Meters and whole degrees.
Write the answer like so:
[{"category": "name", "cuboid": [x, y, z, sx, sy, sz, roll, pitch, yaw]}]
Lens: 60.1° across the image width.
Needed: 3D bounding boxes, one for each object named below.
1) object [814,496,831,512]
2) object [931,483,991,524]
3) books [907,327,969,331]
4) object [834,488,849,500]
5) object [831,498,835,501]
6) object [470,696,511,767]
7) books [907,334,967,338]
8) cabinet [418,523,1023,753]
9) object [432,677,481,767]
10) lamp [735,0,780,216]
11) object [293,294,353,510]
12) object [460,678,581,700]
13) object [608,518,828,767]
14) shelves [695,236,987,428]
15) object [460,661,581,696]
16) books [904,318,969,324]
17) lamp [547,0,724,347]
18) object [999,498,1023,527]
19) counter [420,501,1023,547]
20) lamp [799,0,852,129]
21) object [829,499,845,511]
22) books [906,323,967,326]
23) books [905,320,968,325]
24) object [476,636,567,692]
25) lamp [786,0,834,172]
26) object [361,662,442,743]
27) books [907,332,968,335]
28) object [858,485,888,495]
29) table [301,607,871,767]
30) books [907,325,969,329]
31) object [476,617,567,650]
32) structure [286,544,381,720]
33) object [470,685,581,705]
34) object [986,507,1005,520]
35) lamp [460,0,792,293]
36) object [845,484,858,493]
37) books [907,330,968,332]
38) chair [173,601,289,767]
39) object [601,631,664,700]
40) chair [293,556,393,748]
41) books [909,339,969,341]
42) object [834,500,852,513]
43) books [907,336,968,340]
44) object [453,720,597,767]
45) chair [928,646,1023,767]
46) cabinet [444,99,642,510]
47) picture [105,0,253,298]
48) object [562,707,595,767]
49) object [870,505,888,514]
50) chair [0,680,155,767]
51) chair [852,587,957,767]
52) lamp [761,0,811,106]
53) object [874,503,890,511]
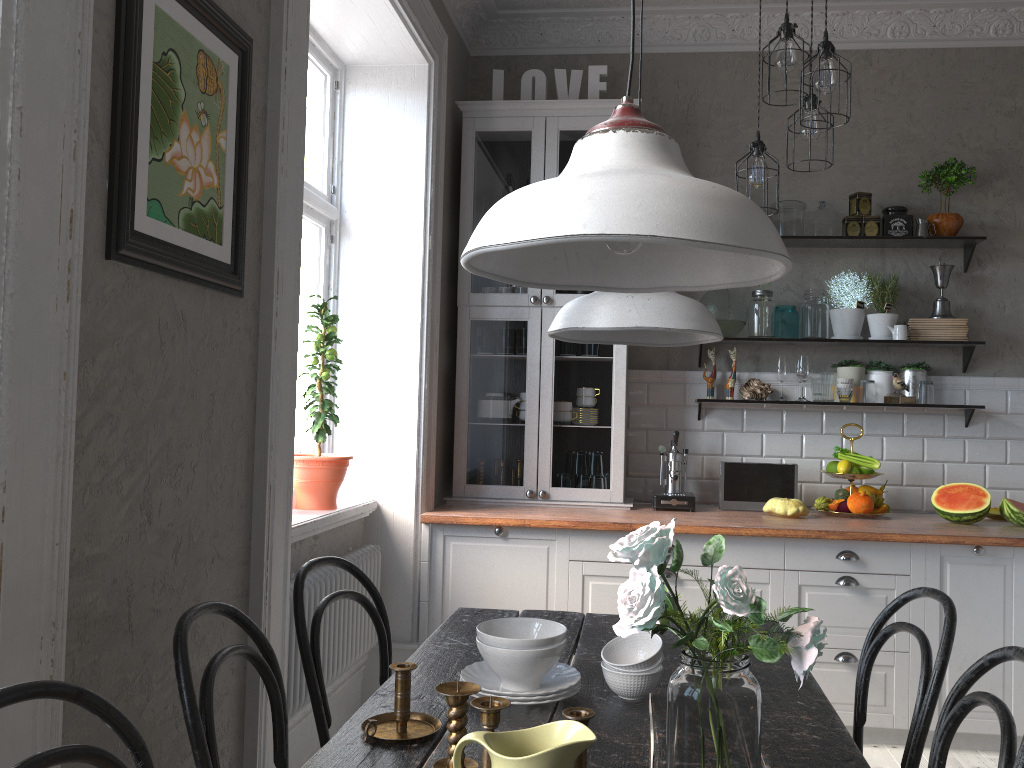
[{"category": "object", "cuboid": [1.446, 0.552, 4.092, 0.075, 0.072, 0.155, 0, -2, 37]}, {"category": "object", "cuboid": [1.949, 0.521, 3.846, 0.231, 0.174, 0.221, 0, -2, 29]}, {"category": "books", "cuboid": [2.028, -0.258, 4.241, 0.259, 0.011, 0.159, 1, -2, 10]}, {"category": "object", "cuboid": [1.554, 0.522, 4.135, 0.077, 0.076, 0.157, 0, -2, 34]}, {"category": "object", "cuboid": [1.559, 0.568, 4.145, 0.062, 0.048, 0.236, 2, -2, -20]}, {"category": "object", "cuboid": [-0.031, 0.511, 1.209, 0.061, 0.172, 0.063, 0, -2, 29]}, {"category": "books", "cuboid": [2.027, -0.225, 4.240, 0.257, 0.016, 0.160, 1, -2, 19]}, {"category": "cabinet", "cuboid": [1.523, 0.988, 2.780, 2.029, 0.854, 4.109, 3, -2, -36]}, {"category": "object", "cuboid": [-0.080, 0.512, 1.287, 0.097, 0.172, 0.095, 2, -2, -11]}, {"category": "lamp", "cuboid": [0.868, -1.457, 3.086, 0.149, 1.735, 0.144, 2, -2, -26]}, {"category": "object", "cuboid": [-0.728, 0.064, 3.364, 0.255, 0.813, 0.265, 0, -2, 35]}, {"category": "object", "cuboid": [0.017, 0.593, 1.746, 0.241, 0.027, 0.233, 2, -2, -25]}, {"category": "object", "cuboid": [0.289, 0.399, 1.264, 0.310, 0.414, 0.252, 1, -2, 6]}, {"category": "shelves", "cuboid": [1.561, -0.235, 4.285, 1.310, 0.923, 0.230, 1, -2, 6]}, {"category": "object", "cuboid": [0.017, 0.584, 1.746, 0.233, 0.027, 0.242, 0, -2, 30]}, {"category": "books", "cuboid": [2.029, -0.300, 4.243, 0.259, 0.011, 0.159, 1, -2, 13]}, {"category": "lamp", "cuboid": [0.290, -1.023, 1.951, 0.375, 1.858, 0.383, 1, -2, 15]}, {"category": "object", "cuboid": [2.196, 0.548, 3.767, 0.226, 0.127, 0.147, 2, -2, -10]}, {"category": "counter", "cuboid": [1.065, 0.562, 2.697, 3.146, 0.039, 3.407, 1, -2, 8]}, {"category": "lamp", "cuboid": [0.987, -1.674, 2.759, 0.150, 1.735, 0.144, 3, -2, -36]}, {"category": "object", "cuboid": [1.480, 0.555, 4.051, 0.083, 0.057, 0.090, 0, -2, 39]}, {"category": "books", "cuboid": [2.029, -0.279, 4.242, 0.257, 0.016, 0.160, 1, -2, 19]}, {"category": "books", "cuboid": [2.029, -0.290, 4.242, 0.258, 0.016, 0.159, 1, -2, 16]}, {"category": "object", "cuboid": [0.018, 0.548, 1.747, 0.180, 0.094, 0.179, 2, -2, -2]}, {"category": "lamp", "cuboid": [1.045, -1.612, 3.068, 0.147, 1.735, 0.146, 2, -2, -6]}, {"category": "object", "cuboid": [-0.190, 0.547, 1.540, 0.140, 0.112, 0.138, 2, -2, -10]}, {"category": "books", "cuboid": [2.028, -0.236, 4.241, 0.258, 0.016, 0.159, 1, -2, 16]}, {"category": "object", "cuboid": [1.656, 0.494, 4.075, 0.127, 0.056, 0.059, 2, -2, -1]}, {"category": "table", "cuboid": [0.140, 0.978, 1.540, 0.900, 0.735, 1.929, 1, -2, 8]}, {"category": "books", "cuboid": [2.028, -0.268, 4.242, 0.259, 0.011, 0.159, 1, -2, 13]}, {"category": "object", "cuboid": [0.018, 0.528, 1.748, 0.180, 0.094, 0.179, 2, -2, -2]}, {"category": "structure", "cuboid": [-0.679, 0.852, 3.080, 0.148, 0.428, 1.228, 1, -2, 7]}, {"category": "object", "cuboid": [0.017, 0.602, 1.746, 0.233, 0.027, 0.241, 1, -2, 25]}, {"category": "object", "cuboid": [2.216, 0.587, 4.038, 0.197, 0.067, 0.104, 1, -2, 13]}, {"category": "lamp", "cuboid": [0.155, -1.055, 1.062, 0.371, 1.858, 0.387, 0, -3, 45]}, {"category": "object", "cuboid": [1.584, 0.512, 4.124, 0.085, 0.093, 0.087, 1, -2, 3]}, {"category": "books", "cuboid": [2.028, -0.246, 4.241, 0.259, 0.011, 0.159, 1, -2, 13]}, {"category": "chair", "cuboid": [-0.332, 0.875, 1.618, 0.547, 0.920, 0.439, 1, -2, 5]}, {"category": "object", "cuboid": [0.239, 0.562, 1.766, 0.123, 0.119, 0.129, 1, -2, 23]}, {"category": "chair", "cuboid": [-0.241, 0.893, 2.099, 0.542, 0.920, 0.444, 1, -2, 20]}, {"category": "books", "cuboid": [2.027, -0.203, 4.240, 0.259, 0.011, 0.159, 1, -2, 10]}, {"category": "object", "cuboid": [1.497, 0.565, 4.065, 0.070, 0.076, 0.227, 2, -2, -9]}, {"category": "books", "cuboid": [2.027, -0.214, 4.240, 0.259, 0.011, 0.159, 1, -2, 13]}, {"category": "object", "cuboid": [0.019, 0.509, 1.084, 0.152, 0.170, 0.133, 3, -2, -31]}, {"category": "chair", "cuboid": [0.583, 0.894, 1.479, 0.543, 0.920, 0.442, 1, -2, 15]}, {"category": "cabinet", "cuboid": [0.170, -0.362, 4.303, 0.875, 1.921, 0.389, 1, -2, 7]}, {"category": "picture", "cuboid": [-0.665, -0.520, 1.838, 0.020, 0.619, 0.524, 1, -2, 9]}, {"category": "object", "cuboid": [0.085, 0.515, 1.160, 0.058, 0.167, 0.060, 1, -2, 21]}, {"category": "object", "cuboid": [1.645, 0.565, 3.992, 0.069, 0.051, 0.088, 3, -2, -35]}, {"category": "chair", "cuboid": [-0.412, 0.855, 1.065, 0.543, 0.920, 0.442, 1, -2, 15]}, {"category": "chair", "cuboid": [0.674, 0.912, 1.958, 0.547, 0.920, 0.439, 1, -2, 5]}, {"category": "lamp", "cuboid": [0.920, -1.801, 2.932, 0.147, 1.735, 0.146, 2, -2, -6]}, {"category": "object", "cuboid": [1.647, 0.560, 4.115, 0.055, 0.044, 0.212, 3, -3, -44]}]
